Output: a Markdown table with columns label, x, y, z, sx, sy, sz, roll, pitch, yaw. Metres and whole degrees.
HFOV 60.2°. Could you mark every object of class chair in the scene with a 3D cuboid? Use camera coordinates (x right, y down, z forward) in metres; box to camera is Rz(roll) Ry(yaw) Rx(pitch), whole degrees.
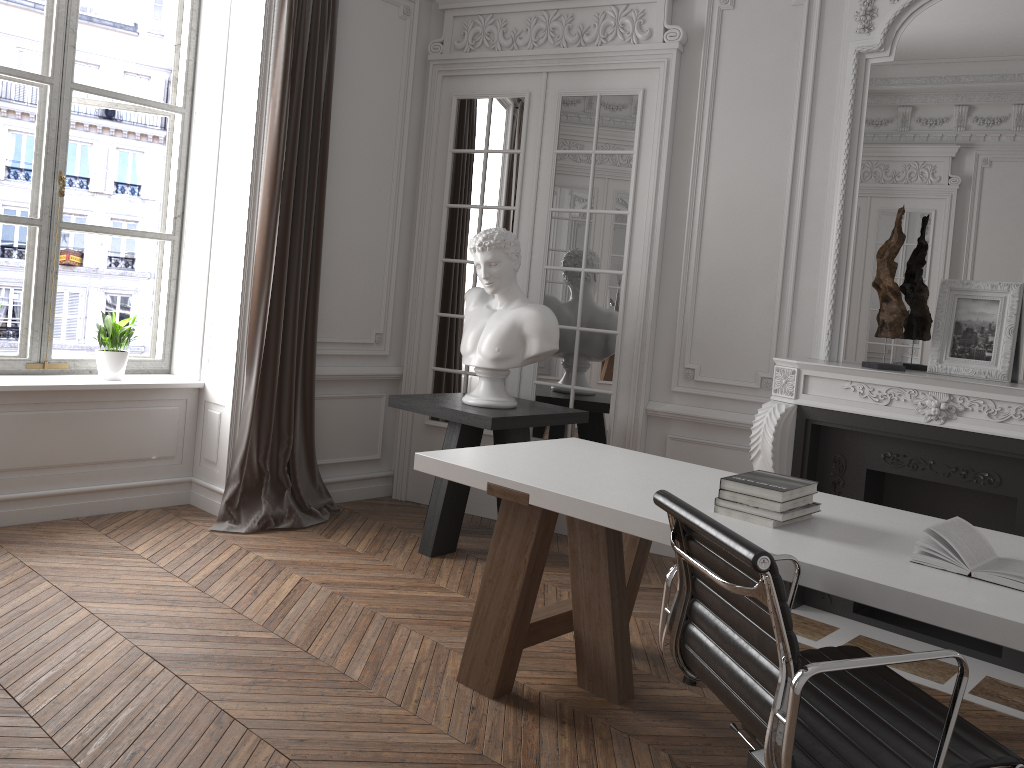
| label | x | y | z | sx | sy | sz | roll | pitch | yaw |
| --- | --- | --- | --- | --- | --- | --- | --- | --- | --- |
| chair | 0.613 | 0.741 | 1.831 | 0.666 | 0.922 | 0.697 | 4 | 3 | -22 |

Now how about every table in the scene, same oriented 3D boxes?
| label | x | y | z | sx | sy | sz | roll | pitch | yaw |
| --- | --- | --- | --- | --- | --- | --- | --- | --- | --- |
| table | -0.147 | 0.475 | 4.674 | 0.771 | 0.748 | 0.766 | 8 | 5 | 42 |
| table | 0.892 | 0.780 | 2.549 | 2.635 | 0.747 | 0.899 | 10 | 6 | 42 |

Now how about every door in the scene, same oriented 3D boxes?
| label | x | y | z | sx | sy | sz | roll | pitch | yaw |
| --- | --- | --- | --- | --- | --- | --- | --- | --- | --- |
| door | 0.089 | -0.541 | 5.165 | 1.569 | 2.732 | 0.085 | 6 | 1 | 27 |

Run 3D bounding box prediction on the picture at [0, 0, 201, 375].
| label | x | y | z | sx | sy | sz | roll | pitch | yaw |
| --- | --- | --- | --- | --- | --- | --- | --- | --- | --- |
| picture | 0.457 | -1.040 | 2.186 | 13.291 | 4.795 | 13.198 | 9 | 6 | 34 |

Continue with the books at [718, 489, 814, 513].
| label | x | y | z | sx | sy | sz | roll | pitch | yaw |
| --- | --- | --- | --- | --- | --- | --- | --- | --- | --- |
| books | 0.747 | 0.328 | 2.587 | 0.192 | 0.028 | 0.239 | 10 | 7 | 40 |

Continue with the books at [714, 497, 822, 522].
| label | x | y | z | sx | sy | sz | roll | pitch | yaw |
| --- | --- | --- | --- | --- | --- | --- | --- | --- | --- |
| books | 0.753 | 0.353 | 2.592 | 0.213 | 0.022 | 0.258 | 10 | 8 | 42 |

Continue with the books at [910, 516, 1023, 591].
| label | x | y | z | sx | sy | sz | roll | pitch | yaw |
| --- | --- | --- | --- | --- | --- | --- | --- | --- | --- |
| books | 1.180 | 0.415 | 2.200 | 0.280 | 0.095 | 0.226 | 10 | 7 | 44 |

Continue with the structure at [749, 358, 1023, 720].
| label | x | y | z | sx | sy | sz | roll | pitch | yaw |
| --- | --- | --- | --- | --- | --- | --- | --- | --- | --- |
| structure | 1.756 | 0.563 | 3.722 | 1.613 | 1.182 | 0.807 | 9 | 4 | 42 |

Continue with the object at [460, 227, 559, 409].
| label | x | y | z | sx | sy | sz | roll | pitch | yaw |
| --- | --- | --- | --- | --- | --- | --- | --- | --- | --- |
| object | -0.063 | -0.348 | 4.593 | 0.637 | 0.922 | 0.392 | 7 | 3 | 42 |

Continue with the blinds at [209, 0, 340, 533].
| label | x | y | z | sx | sy | sz | roll | pitch | yaw |
| --- | --- | --- | --- | --- | --- | --- | --- | --- | --- |
| blinds | -1.113 | -0.807 | 4.714 | 0.344 | 3.097 | 0.776 | 6 | 2 | 36 |

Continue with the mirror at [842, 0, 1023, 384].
| label | x | y | z | sx | sy | sz | roll | pitch | yaw |
| --- | --- | --- | --- | --- | --- | --- | --- | --- | --- |
| mirror | 2.108 | -0.890 | 3.940 | 1.128 | 1.811 | 0.001 | 7 | 2 | 42 |

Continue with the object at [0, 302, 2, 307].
| label | x | y | z | sx | sy | sz | roll | pitch | yaw |
| --- | --- | --- | --- | --- | --- | --- | --- | --- | --- |
| object | -2.556 | -0.258 | 4.291 | 0.129 | 0.475 | 0.129 | 5 | 1 | 2 |

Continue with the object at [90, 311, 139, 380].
| label | x | y | z | sx | sy | sz | roll | pitch | yaw |
| --- | --- | --- | --- | --- | --- | --- | --- | --- | --- |
| object | -2.121 | -0.210 | 4.719 | 0.285 | 0.368 | 0.215 | 6 | 2 | 20 |

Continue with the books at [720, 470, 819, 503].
| label | x | y | z | sx | sy | sz | roll | pitch | yaw |
| --- | --- | --- | --- | --- | --- | --- | --- | --- | --- |
| books | 0.756 | 0.298 | 2.592 | 0.192 | 0.032 | 0.258 | 10 | 7 | 40 |

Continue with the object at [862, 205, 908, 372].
| label | x | y | z | sx | sy | sz | roll | pitch | yaw |
| --- | --- | --- | --- | --- | --- | --- | --- | --- | --- |
| object | 1.719 | -0.442 | 4.015 | 0.165 | 0.752 | 0.143 | 5 | 1 | -6 |

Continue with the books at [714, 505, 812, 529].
| label | x | y | z | sx | sy | sz | roll | pitch | yaw |
| --- | --- | --- | --- | --- | --- | --- | --- | --- | --- |
| books | 0.739 | 0.375 | 2.592 | 0.192 | 0.022 | 0.241 | 11 | 8 | 44 |

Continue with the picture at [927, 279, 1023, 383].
| label | x | y | z | sx | sy | sz | roll | pitch | yaw |
| --- | --- | --- | --- | --- | --- | --- | --- | --- | --- |
| picture | 2.042 | -0.242 | 3.907 | 0.342 | 0.434 | 0.095 | 8 | 3 | 42 |
